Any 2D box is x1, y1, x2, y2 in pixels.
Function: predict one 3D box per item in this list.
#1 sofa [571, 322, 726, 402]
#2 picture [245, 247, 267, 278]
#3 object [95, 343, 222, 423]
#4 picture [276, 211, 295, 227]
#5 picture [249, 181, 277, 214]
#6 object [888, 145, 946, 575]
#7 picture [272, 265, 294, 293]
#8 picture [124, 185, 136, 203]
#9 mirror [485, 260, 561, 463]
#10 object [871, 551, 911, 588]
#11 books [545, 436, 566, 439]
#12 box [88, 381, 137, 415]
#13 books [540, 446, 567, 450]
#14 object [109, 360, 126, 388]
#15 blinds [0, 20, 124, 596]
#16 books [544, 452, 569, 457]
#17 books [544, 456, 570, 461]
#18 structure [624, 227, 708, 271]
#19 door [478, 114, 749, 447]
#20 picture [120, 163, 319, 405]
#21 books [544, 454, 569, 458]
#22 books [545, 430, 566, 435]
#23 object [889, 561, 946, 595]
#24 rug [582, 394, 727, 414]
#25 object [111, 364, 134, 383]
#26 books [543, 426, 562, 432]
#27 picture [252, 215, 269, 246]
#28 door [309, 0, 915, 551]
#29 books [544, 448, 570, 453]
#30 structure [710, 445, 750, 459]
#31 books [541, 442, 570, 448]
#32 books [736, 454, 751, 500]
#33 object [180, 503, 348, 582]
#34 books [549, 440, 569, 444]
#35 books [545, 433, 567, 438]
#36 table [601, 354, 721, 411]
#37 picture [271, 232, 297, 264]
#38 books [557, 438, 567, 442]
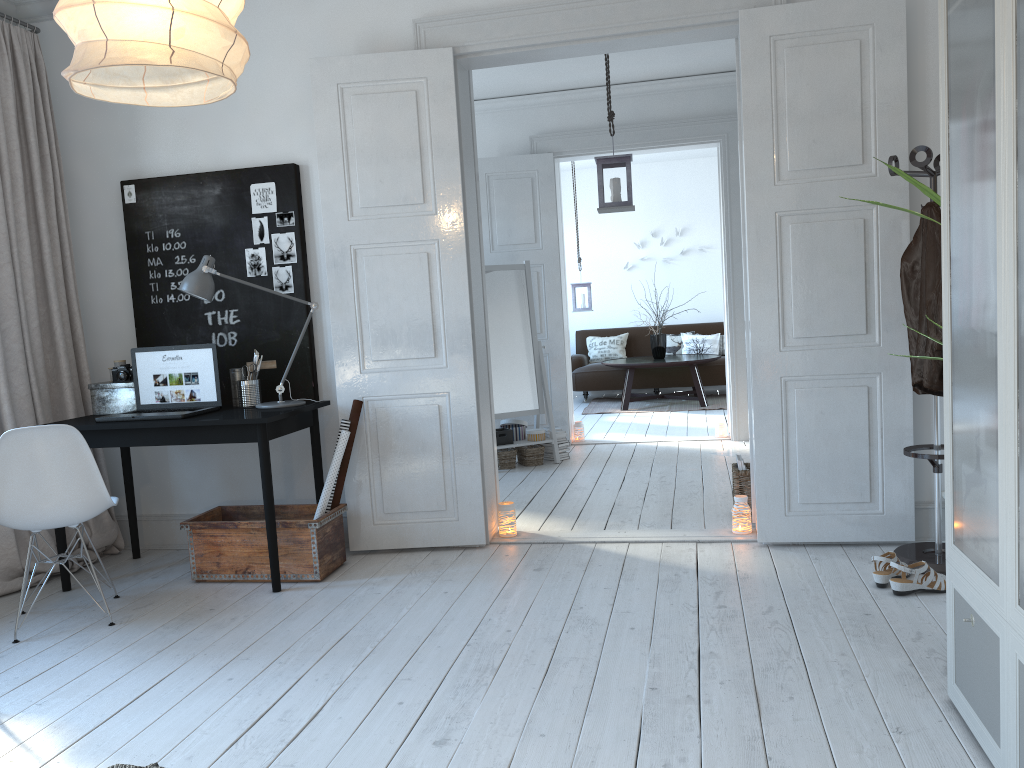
[{"bbox_3d":[1.799,-0.274,10.515,2.165,0.826,0.967,-3,5,12],"label":"sofa"},{"bbox_3d":[-1.261,-0.599,4.372,0.107,0.151,0.001,-2,6,12],"label":"picture"},{"bbox_3d":[-1.610,-0.008,4.019,0.445,0.316,0.325,-3,5,12],"label":"object"},{"bbox_3d":[-1.104,-0.805,4.318,0.095,0.071,0.001,-3,6,12],"label":"picture"},{"bbox_3d":[-1.211,-0.913,4.326,0.147,0.154,0.004,-3,6,12],"label":"picture"},{"bbox_3d":[1.699,-0.093,3.552,0.374,1.661,0.374,-2,6,19],"label":"object"},{"bbox_3d":[-1.125,-0.513,4.354,0.103,0.136,0.001,-2,6,12],"label":"picture"},{"bbox_3d":[-1.926,-0.957,4.467,0.061,0.088,0.004,-3,6,8],"label":"picture"},{"bbox_3d":[-0.026,-0.149,6.490,0.610,1.491,0.416,-6,6,-23],"label":"mirror"},{"bbox_3d":[1.473,0.702,3.458,0.099,0.126,0.272,2,7,44],"label":"object"},{"bbox_3d":[0.314,0.397,6.670,0.128,0.016,0.180,-5,5,-17],"label":"books"},{"bbox_3d":[-1.893,0.063,4.348,0.317,0.153,0.192,-3,5,12],"label":"box"},{"bbox_3d":[0.312,0.474,6.683,0.128,0.022,0.167,-8,7,-44],"label":"books"},{"bbox_3d":[-1.938,-0.047,4.320,0.056,0.130,0.167,-3,5,10],"label":"object"},{"bbox_3d":[-2.281,-0.389,4.134,0.225,2.652,0.829,-2,6,12],"label":"blinds"},{"bbox_3d":[0.322,0.523,6.683,0.128,0.016,0.180,-7,6,-33],"label":"books"},{"bbox_3d":[0.330,0.555,6.690,0.128,0.016,0.178,-8,6,-40],"label":"books"},{"bbox_3d":[1.864,-1.656,10.819,1.025,0.479,0.085,-3,6,12],"label":"structure"},{"bbox_3d":[1.051,-0.777,7.147,2.599,2.510,0.576,-3,6,12],"label":"door"},{"bbox_3d":[-1.474,-0.467,4.462,0.953,1.174,0.063,-3,6,12],"label":"picture"},{"bbox_3d":[0.324,0.539,6.687,0.128,0.016,0.176,-7,6,-37],"label":"books"},{"bbox_3d":[0.313,0.355,6.663,0.132,0.017,0.186,-5,5,-15],"label":"books"},{"bbox_3d":[1.534,0.711,3.303,0.272,0.126,0.099,-5,6,-16],"label":"object"},{"bbox_3d":[1.668,0.193,9.814,1.710,0.055,1.453,-3,5,12],"label":"rug"},{"bbox_3d":[-1.859,-0.050,4.235,0.137,0.087,0.073,-3,5,12],"label":"object"},{"bbox_3d":[0.306,0.338,6.675,0.111,0.014,0.156,-4,5,-9],"label":"books"},{"bbox_3d":[-1.233,-0.752,4.350,0.083,0.146,0.002,-2,6,12],"label":"picture"},{"bbox_3d":[0.455,-0.493,4.210,2.599,2.510,0.576,-3,6,12],"label":"door"},{"bbox_3d":[0.321,0.494,6.679,0.132,0.017,0.186,-8,6,-41],"label":"books"},{"bbox_3d":[2.095,-0.858,6.370,1.246,2.833,0.800,-7,7,-33],"label":"structure"},{"bbox_3d":[0.322,0.451,6.671,0.193,0.022,0.128,1,7,44],"label":"books"},{"bbox_3d":[1.263,0.519,4.562,0.201,0.300,0.179,-2,6,12],"label":"books"},{"bbox_3d":[-1.126,0.733,4.093,0.665,0.283,0.339,-3,5,12],"label":"object"},{"bbox_3d":[0.322,0.430,6.677,0.128,0.016,0.178,-7,6,-35],"label":"books"},{"bbox_3d":[0.320,0.376,6.660,0.128,0.026,0.200,-5,5,-17],"label":"books"},{"bbox_3d":[1.647,-0.028,9.765,1.300,0.504,1.297,-3,5,2],"label":"table"},{"bbox_3d":[-1.114,-0.666,4.335,0.121,0.153,0.002,-3,6,12],"label":"picture"},{"bbox_3d":[0.316,0.413,6.674,0.128,0.016,0.176,-6,5,-22],"label":"books"}]
